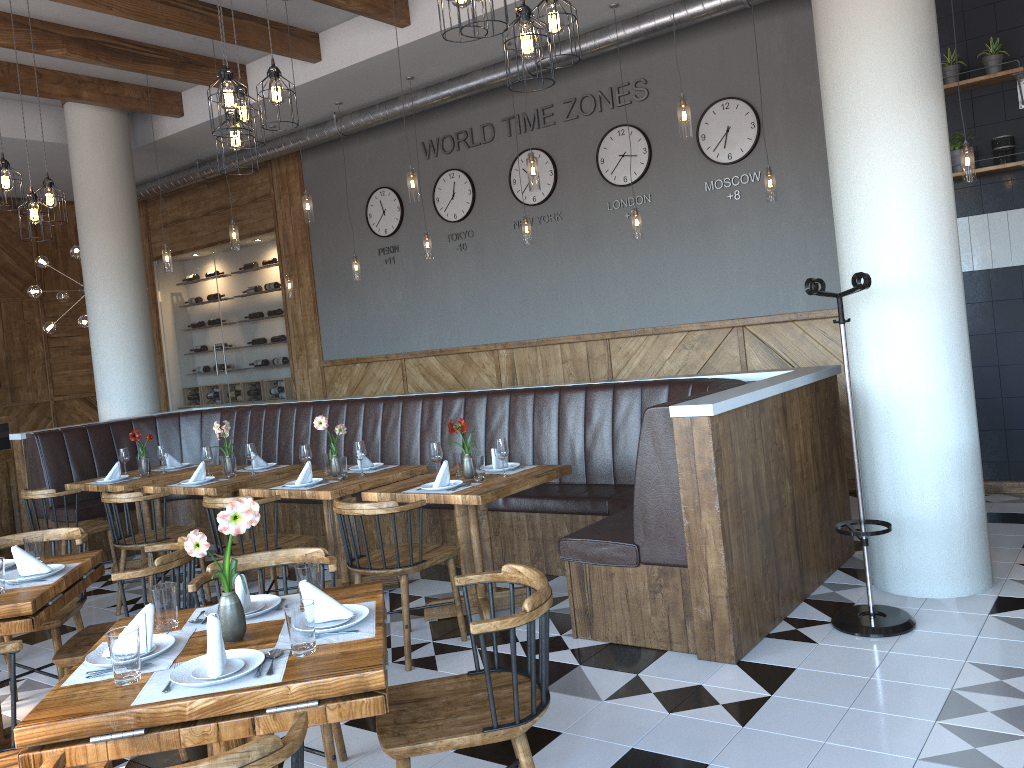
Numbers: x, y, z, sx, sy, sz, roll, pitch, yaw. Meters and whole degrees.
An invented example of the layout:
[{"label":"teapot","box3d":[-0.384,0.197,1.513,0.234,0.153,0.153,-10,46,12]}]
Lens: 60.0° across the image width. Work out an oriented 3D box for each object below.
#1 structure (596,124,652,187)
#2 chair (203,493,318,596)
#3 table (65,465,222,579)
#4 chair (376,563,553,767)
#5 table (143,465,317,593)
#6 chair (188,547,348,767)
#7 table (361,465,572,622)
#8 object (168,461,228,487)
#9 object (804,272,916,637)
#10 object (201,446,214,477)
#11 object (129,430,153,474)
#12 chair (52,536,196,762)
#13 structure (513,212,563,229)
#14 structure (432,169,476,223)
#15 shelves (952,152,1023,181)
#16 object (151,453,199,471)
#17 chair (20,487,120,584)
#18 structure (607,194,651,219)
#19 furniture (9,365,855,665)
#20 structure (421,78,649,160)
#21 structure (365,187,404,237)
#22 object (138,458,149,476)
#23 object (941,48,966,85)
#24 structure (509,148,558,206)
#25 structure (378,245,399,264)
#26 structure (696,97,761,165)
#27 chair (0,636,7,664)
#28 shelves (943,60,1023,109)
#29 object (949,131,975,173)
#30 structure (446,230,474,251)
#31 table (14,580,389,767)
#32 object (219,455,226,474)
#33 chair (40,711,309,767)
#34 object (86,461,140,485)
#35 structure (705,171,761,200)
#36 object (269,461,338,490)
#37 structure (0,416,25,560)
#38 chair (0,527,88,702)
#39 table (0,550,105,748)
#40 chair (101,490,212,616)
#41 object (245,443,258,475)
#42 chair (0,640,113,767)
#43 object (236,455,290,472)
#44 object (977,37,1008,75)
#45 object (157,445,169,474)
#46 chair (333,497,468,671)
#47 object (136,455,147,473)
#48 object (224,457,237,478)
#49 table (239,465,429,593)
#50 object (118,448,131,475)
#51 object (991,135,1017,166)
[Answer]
[{"label":"structure","box3d":[1.022,-2.093,8.126,0.559,0.560,0.046,-5,1,37]},{"label":"chair","box3d":[-1.462,1.013,5.160,0.518,0.817,0.551,-5,2,37]},{"label":"table","box3d":[-2.847,1.089,6.976,0.849,0.763,0.853,-5,3,37]},{"label":"chair","box3d":[-0.117,1.008,2.612,0.550,0.817,0.519,-6,1,-8]},{"label":"table","box3d":[-1.963,1.030,6.320,0.849,0.763,0.853,-5,3,37]},{"label":"chair","box3d":[-0.847,1.056,3.154,0.520,0.817,0.550,-6,1,-8]},{"label":"table","box3d":[-0.207,0.913,5.016,0.849,0.763,0.853,-5,3,37]},{"label":"object","box3d":[-2.173,0.611,6.106,0.351,0.137,0.272,-4,3,37]},{"label":"object","box3d":[1.621,0.312,4.184,0.374,1.657,0.375,-6,1,14]},{"label":"object","box3d":[-2.190,0.559,6.374,0.081,0.215,0.081,-6,1,28]},{"label":"object","box3d":[-2.918,0.534,6.974,0.171,0.355,0.156,-5,1,30]},{"label":"chair","box3d":[-1.558,1.104,3.682,0.550,0.817,0.519,-6,1,-8]},{"label":"structure","box3d":[0.251,-1.615,8.753,0.582,0.079,0.021,-4,2,37]},{"label":"structure","box3d":[-0.614,-1.983,9.341,0.559,0.560,0.046,-5,1,37]},{"label":"shelves","box3d":[3.259,-1.431,6.397,0.902,0.297,0.248,-4,3,37]},{"label":"object","box3d":[-2.735,0.613,7.176,0.351,0.137,0.272,-4,3,37]},{"label":"chair","box3d":[-3.226,1.131,6.470,0.518,0.817,0.551,-5,2,37]},{"label":"structure","box3d":[1.083,-1.610,8.141,0.442,0.199,0.021,-4,2,37]},{"label":"furniture","box3d":[-1.141,0.733,6.577,6.575,1.149,1.923,-4,3,37]},{"label":"structure","box3d":[0.126,-2.581,8.749,2.724,0.199,0.033,-4,2,37]},{"label":"structure","box3d":[-1.432,-1.929,9.948,0.559,0.560,0.046,-5,1,37]},{"label":"object","box3d":[-2.851,0.645,6.862,0.080,0.132,0.080,-6,1,22]},{"label":"object","box3d":[3.158,-2.280,6.391,0.173,0.268,0.189,-7,2,-36]},{"label":"structure","box3d":[0.204,-2.038,8.733,0.559,0.560,0.046,-5,1,37]},{"label":"structure","box3d":[-1.381,-1.446,9.970,0.305,0.197,0.021,-4,2,37]},{"label":"structure","box3d":[1.833,-2.147,7.524,0.559,0.560,0.046,-5,1,37]},{"label":"chair","box3d":[-3.046,1.203,4.787,0.550,0.817,0.519,-6,1,-8]},{"label":"shelves","box3d":[3.192,-2.057,6.389,0.902,0.297,0.248,-4,3,37]},{"label":"object","box3d":[3.226,-1.671,6.397,0.234,0.300,0.172,-5,1,26]},{"label":"structure","box3d":[-0.544,-1.502,9.349,0.368,0.199,0.021,-4,2,37]},{"label":"table","box3d":[-0.753,1.107,2.525,0.865,0.763,0.864,-6,2,-8]},{"label":"object","box3d":[-2.081,0.585,6.446,0.080,0.132,0.080,-5,2,37]},{"label":"chair","box3d":[-0.655,1.106,1.879,0.520,0.817,0.550,-6,1,-8]},{"label":"object","box3d":[-3.052,0.670,6.759,0.351,0.137,0.272,-4,3,37]},{"label":"structure","box3d":[1.888,-1.664,7.543,0.497,0.199,0.021,-4,2,37]},{"label":"object","box3d":[-1.286,0.552,5.447,0.351,0.137,0.272,-4,3,37]},{"label":"structure","box3d":[-4.940,0.973,8.273,1.043,1.299,0.647,-5,2,37]},{"label":"chair","box3d":[-2.287,1.153,4.223,0.520,0.817,0.550,-6,1,-8]},{"label":"table","box3d":[-2.193,1.204,3.594,0.865,0.763,0.864,-6,2,-8]},{"label":"chair","box3d":[-2.344,1.072,5.815,0.518,0.817,0.551,-5,2,37]},{"label":"object","box3d":[-1.838,0.528,6.249,0.081,0.215,0.081,-7,1,-22]},{"label":"chair","box3d":[-1.385,1.154,2.421,0.550,0.817,0.519,-6,1,-8]},{"label":"object","box3d":[-1.856,0.554,6.523,0.351,0.137,0.272,-4,3,37]},{"label":"object","box3d":[3.375,-2.294,6.230,0.173,0.268,0.189,-7,2,-36]},{"label":"object","box3d":[-2.722,0.587,6.905,0.081,0.215,0.081,-7,1,-22]},{"label":"chair","box3d":[-0.580,0.954,4.505,0.518,0.817,0.551,-5,2,37]},{"label":"object","box3d":[-2.965,0.644,7.102,0.080,0.132,0.080,-5,2,37]},{"label":"object","box3d":[-1.967,0.586,6.206,0.080,0.132,0.080,-6,1,22]},{"label":"table","box3d":[-1.091,0.972,5.672,0.849,0.763,0.853,-5,3,37]},{"label":"object","box3d":[-3.074,0.618,7.030,0.081,0.215,0.081,-6,1,28]},{"label":"object","box3d":[3.462,-1.636,6.234,0.142,0.200,0.143,-5,2,27]}]
